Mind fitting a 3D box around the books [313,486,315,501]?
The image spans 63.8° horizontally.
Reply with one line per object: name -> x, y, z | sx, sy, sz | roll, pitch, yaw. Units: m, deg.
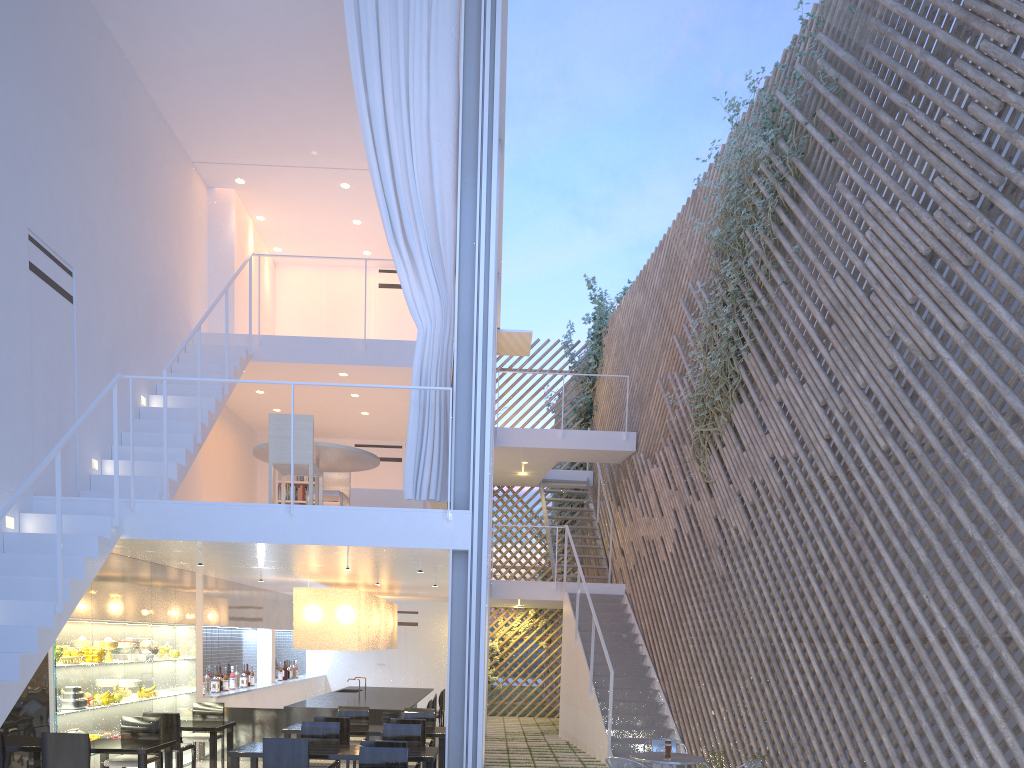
books -> -1.739, 0.977, 7.263 | 0.015, 0.139, 0.090 | 2, -2, -1

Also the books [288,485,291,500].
books -> -1.957, 0.971, 7.262 | 0.015, 0.140, 0.080 | 2, -1, -1

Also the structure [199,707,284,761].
structure -> -1.798, 2.329, 5.472 | 0.556, 0.366, 0.012 | 2, 5, -1

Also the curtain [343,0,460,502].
curtain -> -0.483, -0.681, 3.489 | 0.516, 2.386, 0.095 | 1, 5, -5

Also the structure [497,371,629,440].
structure -> 0.444, 0.191, 7.213 | 1.140, 0.563, 0.027 | 2, 5, -1

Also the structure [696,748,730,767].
structure -> 1.261, 2.363, 5.070 | 0.266, 0.254, 0.271 | 1, -7, 6

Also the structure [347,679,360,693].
structure -> -1.362, 2.593, 7.076 | 0.113, 0.122, 0.034 | 2, 3, -1

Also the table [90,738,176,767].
table -> -1.812, 1.833, 3.830 | 0.359, 0.323, 0.364 | 2, -8, -1

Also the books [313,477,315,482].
books -> -1.744, 0.829, 7.266 | 0.040, 0.099, 0.064 | 2, -2, -1

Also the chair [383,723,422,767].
chair -> -0.556, 1.895, 4.054 | 0.192, 0.431, 0.240 | 2, -1, -1

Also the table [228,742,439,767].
table -> -0.815, 1.870, 3.856 | 0.916, 0.323, 0.364 | 2, -8, -1

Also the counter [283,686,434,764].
counter -> -1.142, 2.740, 6.740 | 0.815, 0.358, 2.637 | 2, -17, -1

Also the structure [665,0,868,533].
structure -> 1.477, -0.522, 4.882 | 0.745, 2.658, 2.415 | 1, -5, -9

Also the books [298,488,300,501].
books -> -1.868, 0.983, 7.262 | 0.018, 0.119, 0.087 | 2, -3, -1

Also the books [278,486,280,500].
books -> -2.038, 0.972, 7.253 | 0.015, 0.126, 0.097 | 2, -4, -1

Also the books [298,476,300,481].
books -> -1.966, 1.028, 5.599 | 0.027, 1.562, 3.691 | 2, -14, 3

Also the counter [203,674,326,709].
counter -> -2.144, 2.880, 7.346 | 0.233, 0.413, 3.808 | 2, -17, -1

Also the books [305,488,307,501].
books -> -1.812, 0.983, 7.260 | 0.015, 0.121, 0.094 | 2, -4, -1

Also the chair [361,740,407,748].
chair -> -0.545, 1.748, 3.586 | 0.192, 0.431, 0.240 | 2, -1, -1

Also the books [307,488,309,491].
books -> -1.801, 0.984, 7.270 | 0.006, 0.127, 0.073 | 2, -1, -1

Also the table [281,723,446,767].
table -> -0.837, 2.163, 4.790 | 0.916, 0.323, 0.364 | 2, -8, -1

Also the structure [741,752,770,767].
structure -> 1.296, 2.127, 4.420 | 0.297, 0.316, 0.324 | 3, -7, -16

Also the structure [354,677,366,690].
structure -> -1.370, 2.699, 7.414 | 0.113, 0.122, 0.034 | 2, 3, -1

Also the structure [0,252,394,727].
structure -> -1.123, 0.289, 3.452 | 1.732, 3.217, 3.784 | 2, -8, -1

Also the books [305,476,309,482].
books -> -1.965, 1.043, 5.591 | 0.030, 1.598, 3.724 | 2, -14, 5

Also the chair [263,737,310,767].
chair -> -0.954, 1.732, 3.575 | 0.192, 0.431, 0.240 | 2, -1, -1

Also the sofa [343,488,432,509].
sofa -> -0.797, 0.967, 5.465 | 0.500, 0.353, 1.030 | 2, -15, -1

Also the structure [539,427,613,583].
structure -> 0.623, 1.197, 8.377 | 0.538, 1.848, 1.278 | 1, -3, -6

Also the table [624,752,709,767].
table -> 0.729, 1.932, 3.913 | 0.355, 0.326, 0.353 | 7, -9, -39

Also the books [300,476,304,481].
books -> -1.966, 1.036, 5.573 | 0.039, 1.593, 3.753 | 2, -14, 4

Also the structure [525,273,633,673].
structure -> 0.726, 1.432, 9.992 | 1.119, 4.429, 3.372 | 1, -3, -3

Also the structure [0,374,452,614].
structure -> -0.940, 0.656, 2.770 | 1.367, 1.752, 1.477 | 2, -5, -1

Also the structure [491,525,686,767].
structure -> 0.519, 1.967, 6.509 | 1.187, 1.910, 2.019 | 2, -7, -7

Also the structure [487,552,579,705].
structure -> 0.170, 2.803, 9.267 | 1.145, 1.970, 0.287 | 2, 4, -1

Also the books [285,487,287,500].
books -> -1.986, 0.976, 7.254 | 0.006, 0.121, 0.097 | 2, -4, -1

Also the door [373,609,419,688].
door -> -1.794, 2.239, 6.488 | 0.479, 1.125, 5.784 | 2, -16, 11

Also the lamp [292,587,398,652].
lamp -> -1.278, 1.937, 6.666 | 0.448, 0.403, 2.414 | 2, -17, -1

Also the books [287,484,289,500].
books -> -1.970, 0.964, 7.260 | 0.011, 0.151, 0.083 | 2, -1, -1

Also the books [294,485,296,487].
books -> -1.927, 0.965, 7.258 | 0.015, 0.150, 0.088 | 2, -1, -1

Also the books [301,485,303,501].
books -> -1.844, 0.971, 7.260 | 0.009, 0.143, 0.091 | 2, -2, -1

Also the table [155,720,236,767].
table -> -1.834, 2.125, 4.764 | 0.359, 0.323, 0.364 | 2, -8, -1

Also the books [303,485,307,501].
books -> -1.825, 0.973, 7.262 | 0.011, 0.142, 0.087 | 2, -1, -1

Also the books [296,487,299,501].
books -> -1.888, 0.980, 7.269 | 0.021, 0.128, 0.071 | 2, -1, -1

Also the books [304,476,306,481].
books -> -1.955, 1.022, 5.583 | 0.037, 1.565, 3.733 | 2, -14, 5
